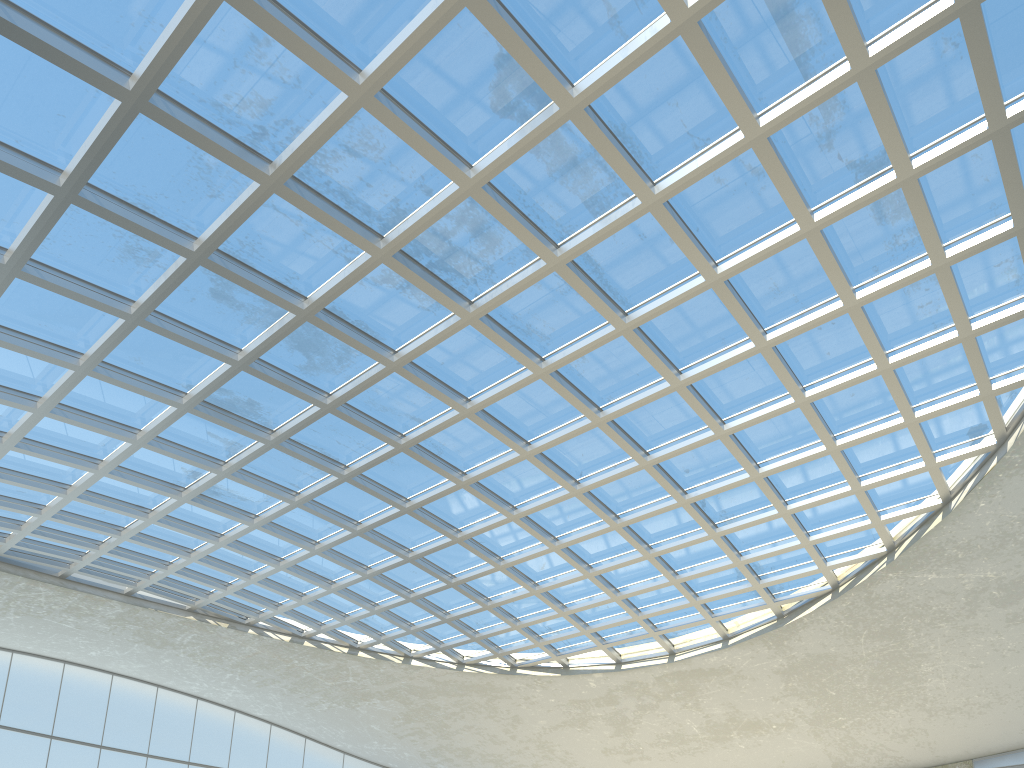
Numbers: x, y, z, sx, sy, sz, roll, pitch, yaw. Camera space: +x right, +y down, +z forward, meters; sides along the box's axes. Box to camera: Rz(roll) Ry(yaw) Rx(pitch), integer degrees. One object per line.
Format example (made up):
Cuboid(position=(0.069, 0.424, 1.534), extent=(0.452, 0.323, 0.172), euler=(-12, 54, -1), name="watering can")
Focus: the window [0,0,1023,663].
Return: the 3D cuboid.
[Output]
Cuboid(position=(-9.159, 6.431, 48.512), extent=(82.694, 9.703, 86.773), euler=(-24, -43, 32), name="window")
